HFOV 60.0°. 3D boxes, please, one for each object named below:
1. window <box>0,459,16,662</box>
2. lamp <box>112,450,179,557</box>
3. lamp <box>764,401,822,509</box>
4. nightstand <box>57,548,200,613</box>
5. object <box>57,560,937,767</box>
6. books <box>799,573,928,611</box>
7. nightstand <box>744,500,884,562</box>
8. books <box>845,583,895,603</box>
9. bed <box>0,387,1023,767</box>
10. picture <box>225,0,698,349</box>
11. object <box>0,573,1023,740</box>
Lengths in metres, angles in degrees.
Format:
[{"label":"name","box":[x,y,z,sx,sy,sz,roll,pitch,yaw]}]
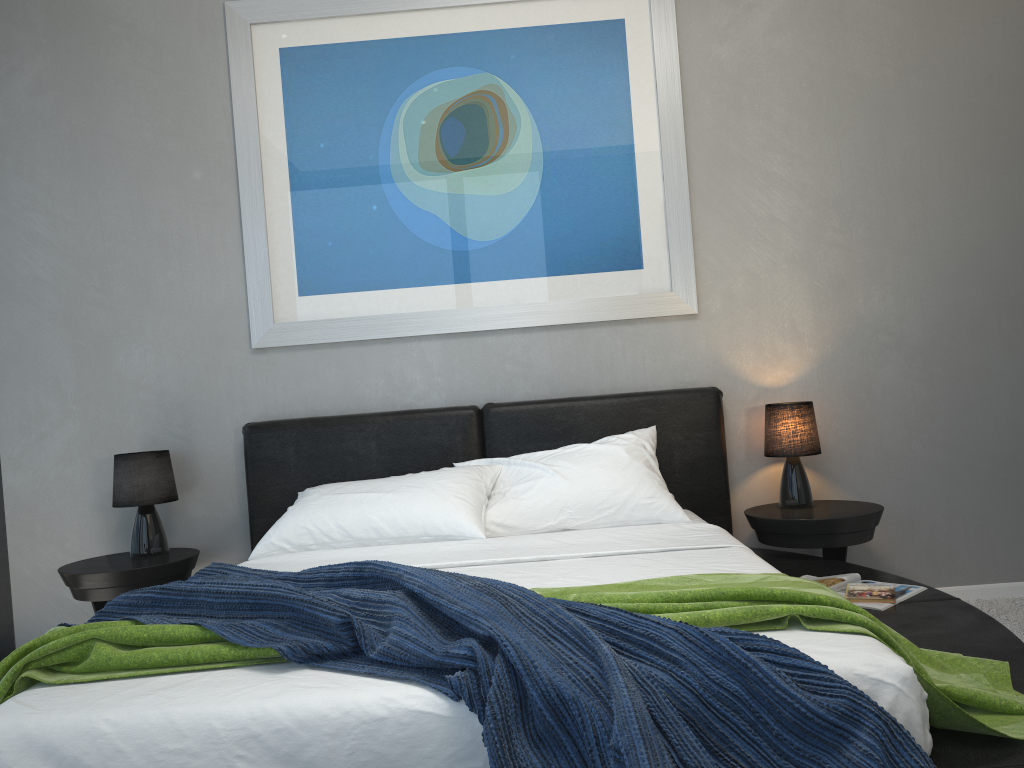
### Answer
[{"label":"window","box":[-0.652,-0.541,3.736,3.596,3.183,9.723,-4,-1,1]},{"label":"lamp","box":[-1.429,0.466,3.463,0.241,0.400,0.219,-4,0,-30]},{"label":"lamp","box":[1.080,0.272,3.413,0.208,0.400,0.219,-4,0,-18]},{"label":"nightstand","box":[-1.430,0.886,3.367,0.497,0.440,0.496,-4,0,12]},{"label":"object","box":[-0.284,0.662,1.744,2.156,0.568,0.684,-5,-1,43]},{"label":"books","box":[0.989,0.609,2.672,0.301,0.039,0.395,-4,-1,-43]},{"label":"nightstand","box":[1.140,0.687,3.319,0.497,0.440,0.496,-5,0,30]},{"label":"books","box":[1.045,0.609,2.588,0.133,0.012,0.189,-5,-1,23]},{"label":"bed","box":[-0.118,0.525,2.312,2.755,0.934,2.617,-4,-1,1]},{"label":"picture","box":[-0.207,-0.911,3.571,1.800,1.400,0.025,-4,0,1]},{"label":"object","box":[-0.126,0.593,1.838,2.302,0.342,0.646,-4,-1,1]}]
